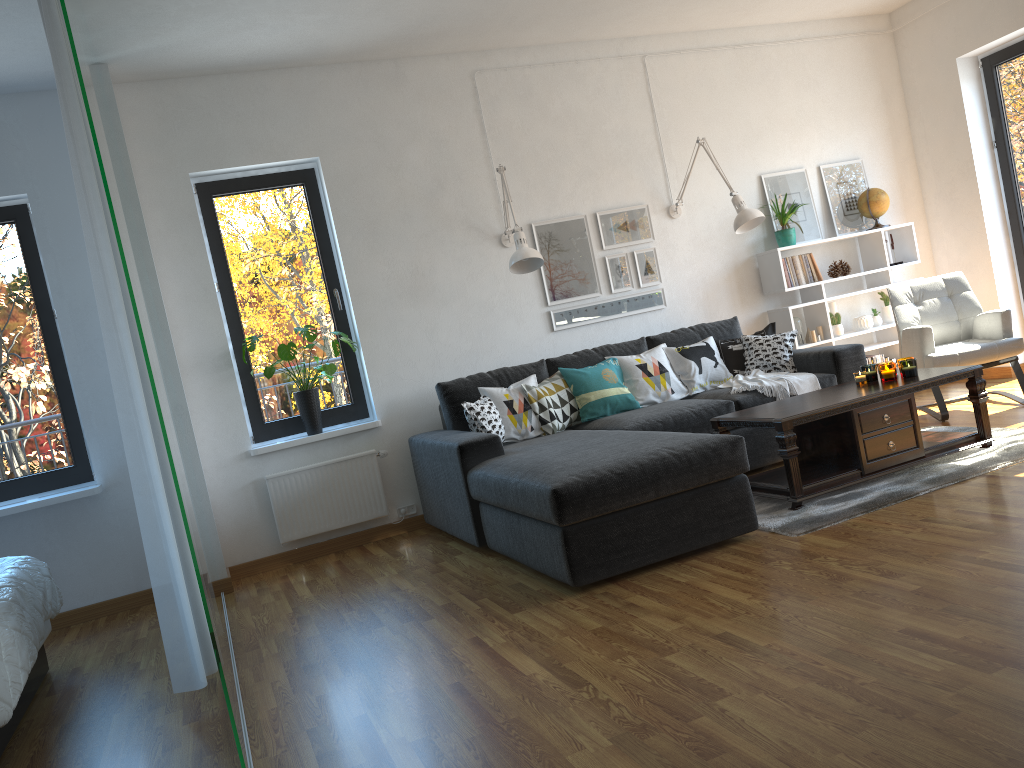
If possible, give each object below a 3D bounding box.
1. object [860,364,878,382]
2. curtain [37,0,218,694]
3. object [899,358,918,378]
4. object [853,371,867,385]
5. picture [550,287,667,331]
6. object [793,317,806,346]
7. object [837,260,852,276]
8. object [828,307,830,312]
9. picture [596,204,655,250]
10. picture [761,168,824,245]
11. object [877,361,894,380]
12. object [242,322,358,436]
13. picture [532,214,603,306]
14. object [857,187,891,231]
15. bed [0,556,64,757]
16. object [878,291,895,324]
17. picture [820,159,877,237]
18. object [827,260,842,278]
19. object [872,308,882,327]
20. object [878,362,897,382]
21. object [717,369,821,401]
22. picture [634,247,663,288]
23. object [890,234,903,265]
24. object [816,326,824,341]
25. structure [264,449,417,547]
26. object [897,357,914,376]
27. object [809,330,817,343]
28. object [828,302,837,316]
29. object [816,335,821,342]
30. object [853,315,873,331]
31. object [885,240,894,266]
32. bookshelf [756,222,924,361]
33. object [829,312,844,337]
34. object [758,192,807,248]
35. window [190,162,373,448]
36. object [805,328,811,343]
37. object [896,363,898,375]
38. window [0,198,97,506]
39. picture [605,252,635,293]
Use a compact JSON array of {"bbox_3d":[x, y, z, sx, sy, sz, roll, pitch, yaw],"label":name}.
[{"bbox_3d":[1.788,-0.055,4.433,0.079,0.081,0.079,-13,3,-25],"label":"object"},{"bbox_3d":[-1.605,-0.293,3.731,0.153,2.735,1.808,-13,3,-18],"label":"curtain"},{"bbox_3d":[1.922,-0.076,4.291,0.079,0.081,0.079,-13,3,-25],"label":"object"},{"bbox_3d":[1.727,-0.030,4.392,0.059,0.061,0.060,-13,3,-15],"label":"object"},{"bbox_3d":[0.637,-0.490,5.785,0.836,0.136,0.021,-13,4,-20],"label":"picture"},{"bbox_3d":[1.963,-0.365,6.135,0.108,0.198,0.108,-12,3,-8],"label":"object"},{"bbox_3d":[2.345,-0.821,6.266,0.101,0.125,0.096,-12,3,-5],"label":"object"},{"bbox_3d":[2.234,-0.437,6.270,0.051,0.213,0.051,-13,4,-13],"label":"object"},{"bbox_3d":[0.747,-1.033,5.833,0.389,0.248,0.021,-13,4,-20],"label":"picture"},{"bbox_3d":[1.977,-1.239,6.255,0.389,0.533,0.059,-13,4,-20],"label":"picture"},{"bbox_3d":[1.857,-0.068,4.398,0.079,0.081,0.079,-13,3,-25],"label":"object"},{"bbox_3d":[-1.145,-0.047,5.046,0.656,0.675,0.448,-14,4,-29],"label":"object"},{"bbox_3d":[0.355,-0.796,5.683,0.389,0.534,0.013,-13,4,-20],"label":"picture"},{"bbox_3d":[2.600,-1.260,6.362,0.217,0.305,0.215,-12,3,-3],"label":"object"},{"bbox_3d":[-2.753,1.065,2.622,2.439,0.763,2.166,-13,3,-20],"label":"bed"},{"bbox_3d":[2.700,-0.551,6.364,0.097,0.236,0.098,-14,4,-32],"label":"object"},{"bbox_3d":[2.445,-1.347,6.425,0.389,0.533,0.059,-13,4,-20],"label":"picture"},{"bbox_3d":[2.270,-0.806,6.242,0.103,0.127,0.094,-10,4,26],"label":"object"},{"bbox_3d":[2.601,-0.479,6.336,0.072,0.137,0.072,-15,4,-39],"label":"object"},{"bbox_3d":[1.830,-0.058,4.314,0.079,0.081,0.079,-13,3,-25],"label":"object"},{"bbox_3d":[1.399,0.046,5.113,0.487,0.212,0.606,-13,3,-23],"label":"object"},{"bbox_3d":[0.900,-0.773,5.884,0.166,0.248,0.021,-13,4,-20],"label":"picture"},{"bbox_3d":[2.773,-0.977,6.442,0.075,0.230,0.066,-15,4,-40],"label":"object"},{"bbox_3d":[2.126,-0.348,6.117,0.039,0.099,0.039,-13,4,-23],"label":"object"},{"bbox_3d":[-0.976,0.656,5.147,0.816,0.460,0.076,-13,4,-22],"label":"structure"},{"bbox_3d":[1.954,-0.088,4.390,0.079,0.081,0.079,-13,3,-25],"label":"object"},{"bbox_3d":[2.012,-0.316,6.108,0.176,0.084,0.078,-10,4,38],"label":"object"},{"bbox_3d":[2.293,-0.464,6.296,0.051,0.238,0.051,-12,3,-2],"label":"object"},{"bbox_3d":[2.099,-0.313,6.087,0.040,0.044,0.040,-12,3,7],"label":"object"},{"bbox_3d":[2.484,-0.431,6.276,0.135,0.098,0.132,-9,4,40],"label":"object"},{"bbox_3d":[2.657,-0.944,6.388,0.134,0.217,0.066,-12,3,-5],"label":"object"},{"bbox_3d":[2.403,-0.443,6.277,1.188,1.201,0.237,-13,4,-20],"label":"bookshelf"},{"bbox_3d":[2.242,-0.412,6.140,0.088,0.173,0.087,-12,3,-4],"label":"object"},{"bbox_3d":[1.874,-1.127,6.104,0.423,0.372,0.388,-14,4,-33],"label":"object"},{"bbox_3d":[-10.044,3.122,15.603,13.966,18.386,24.374,-13,3,-13],"label":"window"},{"bbox_3d":[2.066,-0.343,6.163,0.062,0.108,0.062,-13,3,-20],"label":"object"},{"bbox_3d":[1.907,-0.071,4.454,0.059,0.061,0.060,-13,3,-15],"label":"object"},{"bbox_3d":[-3.123,-0.064,4.546,1.559,1.589,0.119,-13,4,-20],"label":"window"},{"bbox_3d":[0.704,-0.728,5.813,0.166,0.248,0.021,-13,4,-20],"label":"picture"}]
